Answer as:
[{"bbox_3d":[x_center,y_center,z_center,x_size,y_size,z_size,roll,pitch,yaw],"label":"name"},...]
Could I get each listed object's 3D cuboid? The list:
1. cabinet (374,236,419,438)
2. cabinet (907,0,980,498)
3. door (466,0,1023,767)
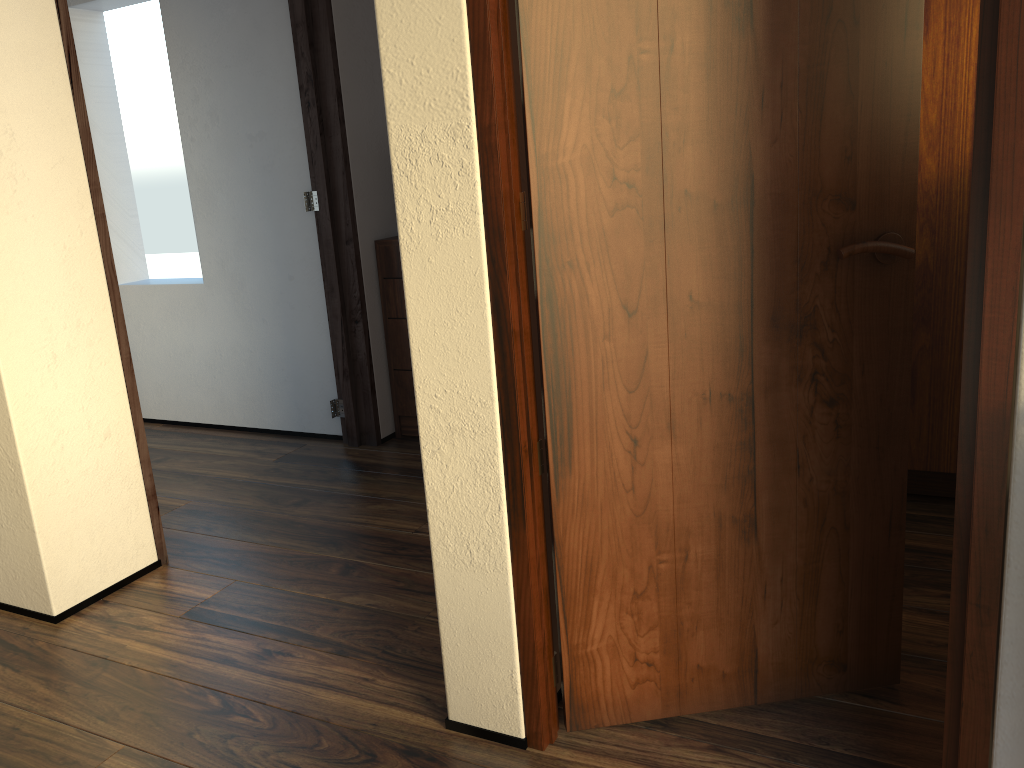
[{"bbox_3d":[0.097,-0.191,3.396,1.163,0.799,0.395,3,16,28],"label":"cabinet"},{"bbox_3d":[1.266,-0.822,2.272,1.514,2.361,0.351,3,16,28],"label":"cabinet"},{"bbox_3d":[0.383,-0.313,1.422,0.745,1.945,0.455,3,16,28],"label":"door"}]
